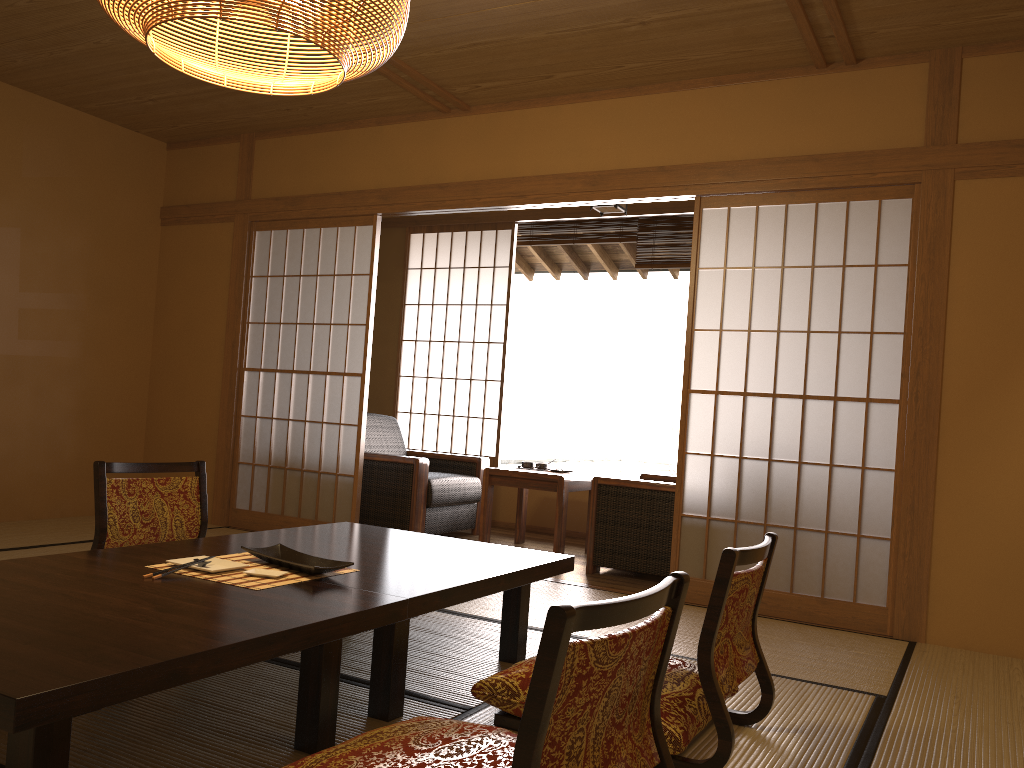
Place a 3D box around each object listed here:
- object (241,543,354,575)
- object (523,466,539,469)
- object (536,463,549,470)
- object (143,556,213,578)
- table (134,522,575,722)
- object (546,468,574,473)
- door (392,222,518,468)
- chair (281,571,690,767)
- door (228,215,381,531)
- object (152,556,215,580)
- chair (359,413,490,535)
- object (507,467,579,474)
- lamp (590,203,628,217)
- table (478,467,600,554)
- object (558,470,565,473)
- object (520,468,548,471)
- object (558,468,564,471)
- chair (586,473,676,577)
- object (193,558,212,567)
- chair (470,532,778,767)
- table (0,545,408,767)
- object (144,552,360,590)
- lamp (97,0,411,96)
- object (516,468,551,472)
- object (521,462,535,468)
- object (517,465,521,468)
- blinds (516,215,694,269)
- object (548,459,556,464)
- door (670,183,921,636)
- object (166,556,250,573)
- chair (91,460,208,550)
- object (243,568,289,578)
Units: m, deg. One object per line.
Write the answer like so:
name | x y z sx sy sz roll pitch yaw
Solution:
object | -0.598 0.489 2.451 0.349 0.039 0.129 2 -3 42
object | 0.106 0.514 5.483 0.130 0.026 0.038 4 -2 13
object | 0.191 0.517 5.566 0.084 0.037 0.084 3 -2 20
object | -0.859 0.472 2.290 0.006 0.030 0.229 4 -2 26
table | -0.468 0.713 2.838 0.994 0.356 0.995 3 -2 28
object | 0.290 0.531 5.439 0.131 0.015 0.181 5 -2 -16
door | -0.467 -0.303 6.869 0.991 1.872 0.040 3 -1 28
chair | -0.070 0.603 1.670 0.686 0.546 0.583 3 -2 33
door | -1.278 -0.043 5.397 0.991 1.933 0.040 3 -1 28
object | -0.842 0.472 2.286 0.006 0.030 0.229 4 -2 20
chair | -0.745 0.600 5.927 0.943 0.779 0.873 3 -2 28
object | 0.194 0.534 5.469 0.401 0.003 0.300 3 -2 28
lamp | 0.600 -1.358 5.302 0.330 0.681 0.330 3 -1 28
table | 0.175 0.783 5.466 0.540 0.500 0.541 3 -2 28
object | 0.301 0.526 5.321 0.050 0.018 0.015 4 -2 15
object | 0.111 0.523 5.434 0.230 0.007 0.006 3 -2 18
object | 0.295 0.521 5.442 0.006 0.007 0.230 4 -2 -6
chair | 1.008 0.688 4.980 0.943 0.779 0.873 3 -2 28
object | -0.822 0.476 2.354 0.050 0.018 0.015 3 -2 25
chair | 0.329 0.659 2.422 0.698 0.546 0.583 3 -2 27
table | -0.937 0.647 1.962 0.994 0.356 0.995 3 -2 28
object | -0.696 0.501 2.408 0.401 0.003 0.398 3 -2 28
lamp | -0.647 -1.240 2.282 0.799 0.825 0.798 5 -2 -38
object | 0.131 0.523 5.405 0.230 0.007 0.006 3 -2 24
object | 0.102 0.513 5.611 0.084 0.037 0.084 5 -2 -34
object | 0.045 0.515 5.534 0.015 0.018 0.050 5 -2 -20
blinds | 0.890 -1.104 6.251 1.931 0.594 0.048 3 -1 28
object | 0.218 0.497 5.569 0.117 0.068 0.038 4 -1 -6
door | 1.257 0.085 4.028 0.991 1.933 0.040 3 -1 28
object | -0.811 0.483 2.363 0.180 0.014 0.130 3 -2 30
chair | -1.186 0.584 3.308 0.686 0.546 0.583 3 -2 33
object | -0.642 0.496 2.313 0.099 0.013 0.067 4 -2 12
